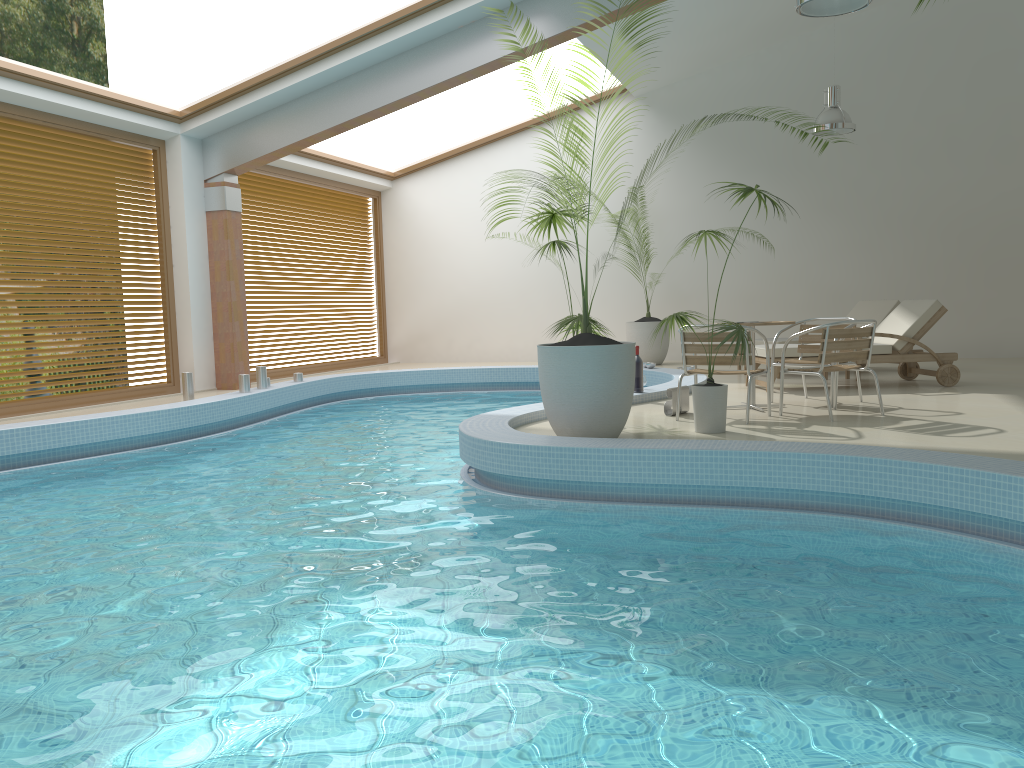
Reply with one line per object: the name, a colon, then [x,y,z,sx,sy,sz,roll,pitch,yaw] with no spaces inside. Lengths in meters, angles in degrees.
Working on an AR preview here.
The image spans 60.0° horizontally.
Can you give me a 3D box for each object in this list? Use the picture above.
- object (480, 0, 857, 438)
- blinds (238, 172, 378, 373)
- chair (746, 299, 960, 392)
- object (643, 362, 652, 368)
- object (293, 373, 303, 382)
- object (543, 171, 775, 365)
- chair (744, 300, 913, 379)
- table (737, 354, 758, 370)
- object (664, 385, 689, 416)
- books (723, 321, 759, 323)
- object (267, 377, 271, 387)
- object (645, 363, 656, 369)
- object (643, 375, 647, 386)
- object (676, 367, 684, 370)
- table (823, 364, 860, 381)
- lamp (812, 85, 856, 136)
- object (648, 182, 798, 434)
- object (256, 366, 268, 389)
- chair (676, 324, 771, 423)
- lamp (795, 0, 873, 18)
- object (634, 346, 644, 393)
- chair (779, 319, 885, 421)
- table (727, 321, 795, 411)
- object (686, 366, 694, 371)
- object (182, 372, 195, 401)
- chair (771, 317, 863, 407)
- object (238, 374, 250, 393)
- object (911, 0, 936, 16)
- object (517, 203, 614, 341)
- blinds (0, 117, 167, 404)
object: [0.510,-1.124,6.066,2.979,2.960,2.729,2,6,37]
blinds: [-3.229,-1.652,13.725,0.095,2.921,4.414,0,5,20]
chair: [3.433,-0.411,9.065,1.903,0.866,0.861,-2,5,-2]
object: [1.749,-0.247,11.524,0.140,0.069,0.140,-3,5,-11]
object: [-2.629,-0.081,10.908,0.115,0.107,0.115,-4,5,-21]
object: [2.125,-1.759,13.005,2.979,2.960,2.729,-3,5,-15]
chair: [3.847,-0.570,10.797,1.903,0.866,0.861,-3,5,-18]
table: [3.140,-0.303,11.525,0.283,0.255,0.320,-3,5,-18]
object: [1.337,0.134,7.198,0.081,0.223,0.272,2,6,40]
books: [1.888,-0.511,7.323,0.241,0.004,0.166,-4,6,-29]
object: [-2.848,-0.018,10.237,0.115,0.107,0.115,-4,5,-21]
object: [1.773,-0.232,11.343,0.140,0.069,0.140,-3,5,-11]
object: [1.254,-0.019,8.599,0.102,0.137,0.102,1,6,29]
object: [2.218,-0.185,11.571,0.140,0.069,0.140,-3,5,-11]
table: [3.625,-0.168,9.751,0.283,0.255,0.320,-2,5,-2]
lamp: [3.886,-4.038,10.703,0.506,1.958,0.505,0,5,20]
object: [1.444,-0.515,6.105,0.791,1.695,1.059,-5,6,-34]
object: [-2.820,-0.072,9.994,0.115,0.254,0.115,-4,6,-29]
chair: [1.627,-0.105,6.848,0.618,0.727,0.563,1,6,32]
lamp: [2.199,-3.594,6.059,0.506,1.958,0.505,0,5,20]
object: [1.171,-0.140,8.266,0.109,0.435,0.109,-5,6,-35]
chair: [2.450,-0.128,6.832,0.618,0.727,0.563,-4,5,-28]
table: [2.002,-0.153,7.409,0.700,0.720,0.700,2,6,39]
object: [2.107,-0.170,10.490,0.140,0.069,0.140,-3,5,-11]
object: [-3.467,0.037,9.495,0.115,0.320,0.115,-4,5,-21]
chair: [2.631,-0.206,7.685,0.563,0.727,0.618,-5,6,-37]
object: [-2.887,-0.005,9.570,0.115,0.194,0.115,-4,6,-29]
object: [2.910,-0.867,2.169,2.729,2.960,2.979,-3,5,-15]
object: [0.415,-0.551,6.893,0.791,1.695,1.059,-1,5,7]
blinds: [-4.994,-1.188,8.868,0.095,2.921,4.200,0,5,20]
